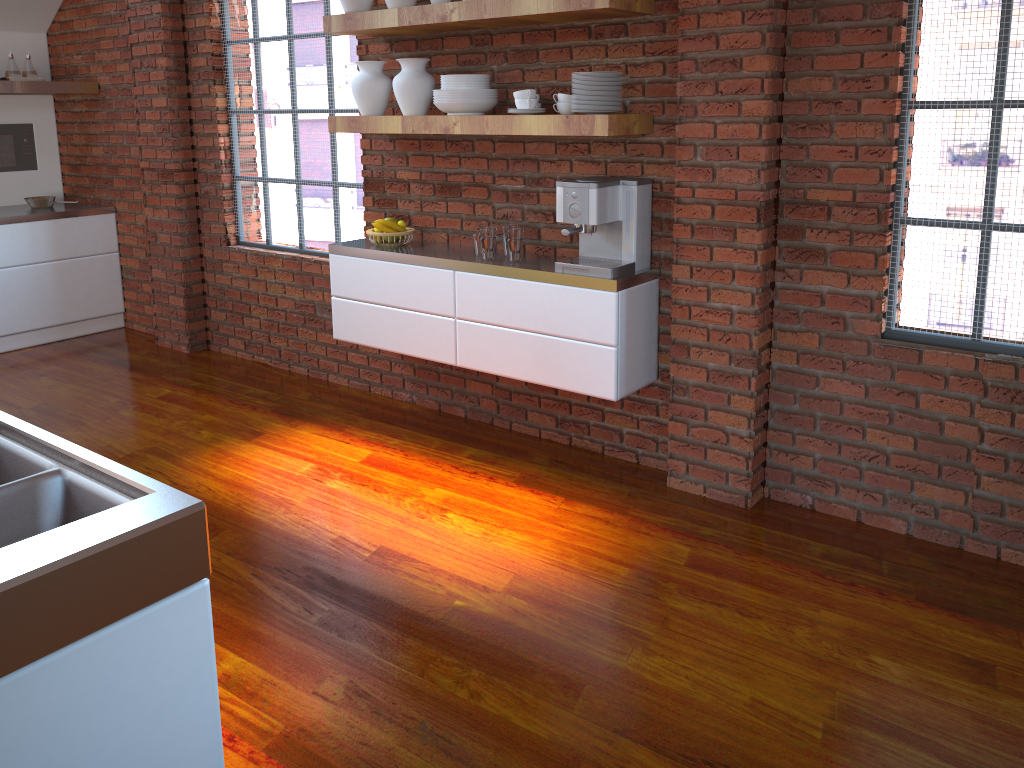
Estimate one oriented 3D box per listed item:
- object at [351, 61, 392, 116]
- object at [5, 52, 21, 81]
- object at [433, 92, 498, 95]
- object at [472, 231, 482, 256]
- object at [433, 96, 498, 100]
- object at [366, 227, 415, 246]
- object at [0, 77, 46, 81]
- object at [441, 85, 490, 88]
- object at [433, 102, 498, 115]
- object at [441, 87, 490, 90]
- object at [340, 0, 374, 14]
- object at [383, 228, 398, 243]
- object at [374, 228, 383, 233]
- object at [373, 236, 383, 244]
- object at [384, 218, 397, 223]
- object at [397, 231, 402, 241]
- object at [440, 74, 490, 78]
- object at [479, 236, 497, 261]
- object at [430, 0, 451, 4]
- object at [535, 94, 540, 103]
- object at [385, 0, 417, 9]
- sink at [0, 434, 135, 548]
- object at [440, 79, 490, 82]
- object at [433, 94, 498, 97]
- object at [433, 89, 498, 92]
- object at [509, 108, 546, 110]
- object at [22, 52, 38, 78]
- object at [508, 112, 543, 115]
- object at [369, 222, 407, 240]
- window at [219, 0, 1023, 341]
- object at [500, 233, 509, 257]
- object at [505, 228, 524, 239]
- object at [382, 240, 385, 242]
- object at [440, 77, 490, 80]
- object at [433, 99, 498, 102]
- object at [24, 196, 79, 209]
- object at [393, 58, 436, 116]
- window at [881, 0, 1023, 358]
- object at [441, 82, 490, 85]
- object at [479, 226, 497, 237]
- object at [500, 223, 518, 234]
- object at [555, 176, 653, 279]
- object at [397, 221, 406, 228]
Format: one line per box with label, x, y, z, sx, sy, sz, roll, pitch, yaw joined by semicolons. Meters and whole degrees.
object;-0.660;-1.389;4.141;0.192;0.243;0.197;-4;14;-13
object;-3.287;-2.087;5.785;0.094;0.187;0.095;-11;16;-39
object;-0.199;-1.228;3.788;0.282;0.054;0.289;6;18;20
object;-0.139;-0.620;3.895;0.077;0.101;0.080;1;14;8
object;-0.199;-1.209;3.791;0.282;0.054;0.289;6;18;20
object;-0.582;-0.707;4.238;0.235;0.069;0.242;-2;17;-5
object;-3.254;-2.020;5.844;0.197;0.032;0.228;12;21;34
object;-0.199;-1.256;3.782;0.215;0.054;0.218;9;19;28
object;-0.199;-1.188;3.795;0.282;0.054;0.289;6;18;20
object;-0.199;-1.246;3.784;0.215;0.054;0.218;9;19;28
object;-0.707;-1.734;4.009;0.180;0.101;0.186;-5;17;-16
object;-0.581;-0.710;4.209;0.077;0.064;0.078;-6;16;-18
object;-0.635;-0.744;4.213;0.045;0.051;0.053;6;16;25
object;-0.640;-0.695;4.212;0.046;0.045;0.057;-6;16;-19
object;-0.586;-0.774;4.246;0.070;0.060;0.069;-11;18;-34
object;-0.558;-0.726;4.273;0.071;0.067;0.069;-14;19;-42
object;-0.200;-1.296;3.775;0.215;0.054;0.218;9;19;28
object;-0.103;-0.583;3.773;0.078;0.101;0.079;-6;14;-22
object;-0.308;-1.657;3.815;0.099;0.059;0.101;-4;16;-12
object;0.071;-1.198;3.731;0.092;0.057;0.103;1;16;6
object;-0.491;-1.699;3.890;0.180;0.101;0.186;-5;17;-16
sink;-0.935;0.285;1.505;0.619;0.194;0.416;12;21;36
object;-0.200;-1.277;3.778;0.215;0.054;0.218;9;19;28
object;-0.199;-1.219;3.789;0.282;0.054;0.289;6;18;20
object;-0.199;-1.238;3.786;0.282;0.054;0.289;6;18;20
object;0.059;-1.108;3.560;0.154;0.012;0.158;-1;17;-2
object;-3.224;-2.114;5.872;0.093;0.188;0.095;-3;12;-9
object;0.059;-1.095;3.563;0.154;0.012;0.158;-1;17;-2
object;-0.584;-0.721;4.168;0.177;0.092;0.065;-5;14;-15
window;2.794;-1.306;4.744;17.518;9.679;3.703;8;14;27
object;-0.011;-0.608;3.850;0.078;0.101;0.079;-6;14;-22
object;0.012;-0.603;3.706;0.078;0.101;0.079;-12;17;-39
object;-0.628;-0.728;4.265;0.074;0.074;0.074;3;15;12
object;-0.200;-1.286;3.776;0.215;0.054;0.218;9;19;28
object;-0.199;-1.198;3.793;0.282;0.054;0.289;6;18;20
object;-3.173;-1.241;6.033;0.349;0.072;0.199;5;18;18
object;-0.442;-1.339;3.976;0.192;0.243;0.197;2;14;9
window;1.805;-0.845;2.616;1.280;1.631;0.085;10;15;37
object;-0.200;-1.267;3.780;0.215;0.054;0.218;9;19;28
object;-0.103;-0.620;3.766;0.078;0.101;0.079;-6;14;-22
object;-0.011;-0.645;3.843;0.078;0.101;0.079;-6;14;-22
object;0.348;-0.632;3.479;0.273;0.361;0.386;9;18;36
object;-0.532;-0.765;4.242;0.047;0.045;0.056;-3;15;-10
